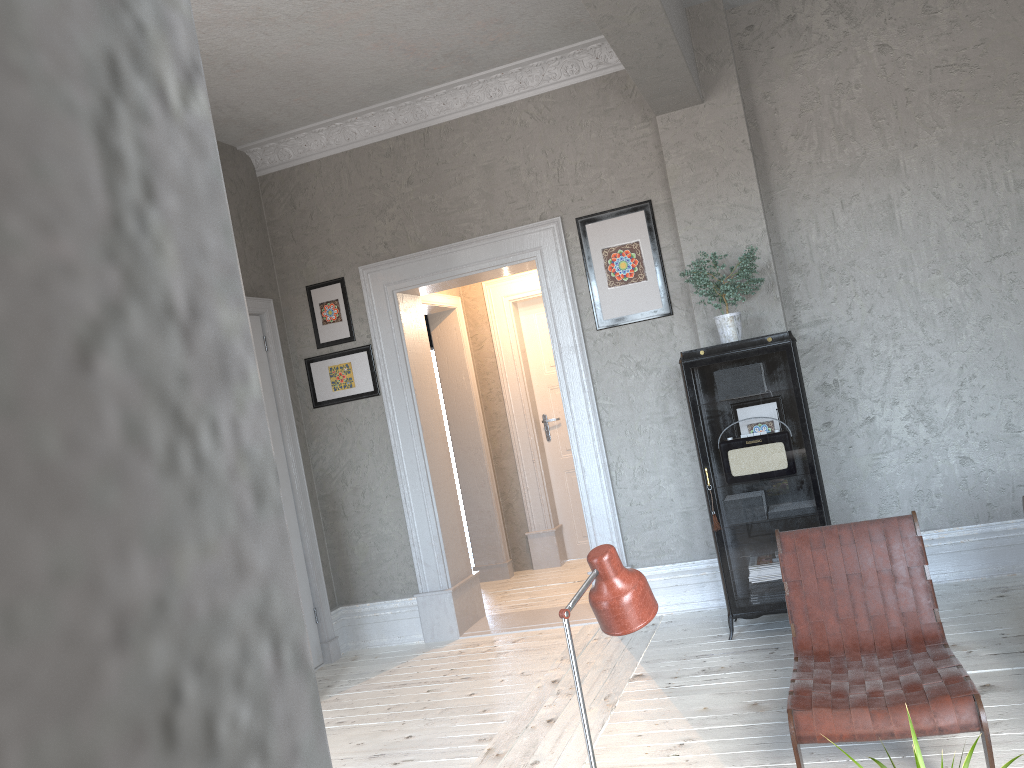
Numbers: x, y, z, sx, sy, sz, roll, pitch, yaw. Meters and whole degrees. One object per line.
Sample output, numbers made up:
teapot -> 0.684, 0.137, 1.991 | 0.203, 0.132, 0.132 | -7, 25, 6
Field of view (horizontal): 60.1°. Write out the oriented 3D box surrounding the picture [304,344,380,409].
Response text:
picture -> -1.091, -0.046, 5.683 | 0.483, 0.331, 0.014 | -11, -1, 16

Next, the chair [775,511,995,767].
chair -> 1.151, 0.874, 2.842 | 0.501, 0.720, 1.029 | -11, -1, 18

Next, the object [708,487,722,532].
object -> 1.003, 0.621, 4.427 | 0.046, 0.234, 0.040 | -10, -1, -26

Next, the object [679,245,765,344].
object -> 1.106, -0.466, 4.535 | 0.390, 0.506, 0.422 | -11, -1, 33

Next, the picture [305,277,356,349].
picture -> -1.166, -0.454, 5.689 | 0.279, 0.416, 0.012 | -11, -1, 16

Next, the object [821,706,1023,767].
object -> 0.706, 0.786, 1.526 | 0.649, 0.420, 0.746 | -12, -1, 36

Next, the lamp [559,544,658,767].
lamp -> 0.184, 0.660, 1.285 | 0.257, 0.839, 0.135 | -10, -1, -37

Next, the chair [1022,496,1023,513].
chair -> 1.948, 0.716, 2.603 | 0.501, 0.720, 1.029 | -11, -1, 18

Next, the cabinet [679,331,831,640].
cabinet -> 1.283, 0.507, 4.519 | 0.611, 1.471, 0.352 | -11, -1, 17

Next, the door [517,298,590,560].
door -> 0.612, 0.320, 7.283 | 0.794, 2.192, 0.081 | -11, -1, 16

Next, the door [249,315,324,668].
door -> -1.476, 0.661, 5.133 | 0.079, 2.182, 0.760 | -11, -1, 18

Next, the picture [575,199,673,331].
picture -> 0.649, -0.686, 5.149 | 0.453, 0.677, 0.020 | -11, -1, 16
